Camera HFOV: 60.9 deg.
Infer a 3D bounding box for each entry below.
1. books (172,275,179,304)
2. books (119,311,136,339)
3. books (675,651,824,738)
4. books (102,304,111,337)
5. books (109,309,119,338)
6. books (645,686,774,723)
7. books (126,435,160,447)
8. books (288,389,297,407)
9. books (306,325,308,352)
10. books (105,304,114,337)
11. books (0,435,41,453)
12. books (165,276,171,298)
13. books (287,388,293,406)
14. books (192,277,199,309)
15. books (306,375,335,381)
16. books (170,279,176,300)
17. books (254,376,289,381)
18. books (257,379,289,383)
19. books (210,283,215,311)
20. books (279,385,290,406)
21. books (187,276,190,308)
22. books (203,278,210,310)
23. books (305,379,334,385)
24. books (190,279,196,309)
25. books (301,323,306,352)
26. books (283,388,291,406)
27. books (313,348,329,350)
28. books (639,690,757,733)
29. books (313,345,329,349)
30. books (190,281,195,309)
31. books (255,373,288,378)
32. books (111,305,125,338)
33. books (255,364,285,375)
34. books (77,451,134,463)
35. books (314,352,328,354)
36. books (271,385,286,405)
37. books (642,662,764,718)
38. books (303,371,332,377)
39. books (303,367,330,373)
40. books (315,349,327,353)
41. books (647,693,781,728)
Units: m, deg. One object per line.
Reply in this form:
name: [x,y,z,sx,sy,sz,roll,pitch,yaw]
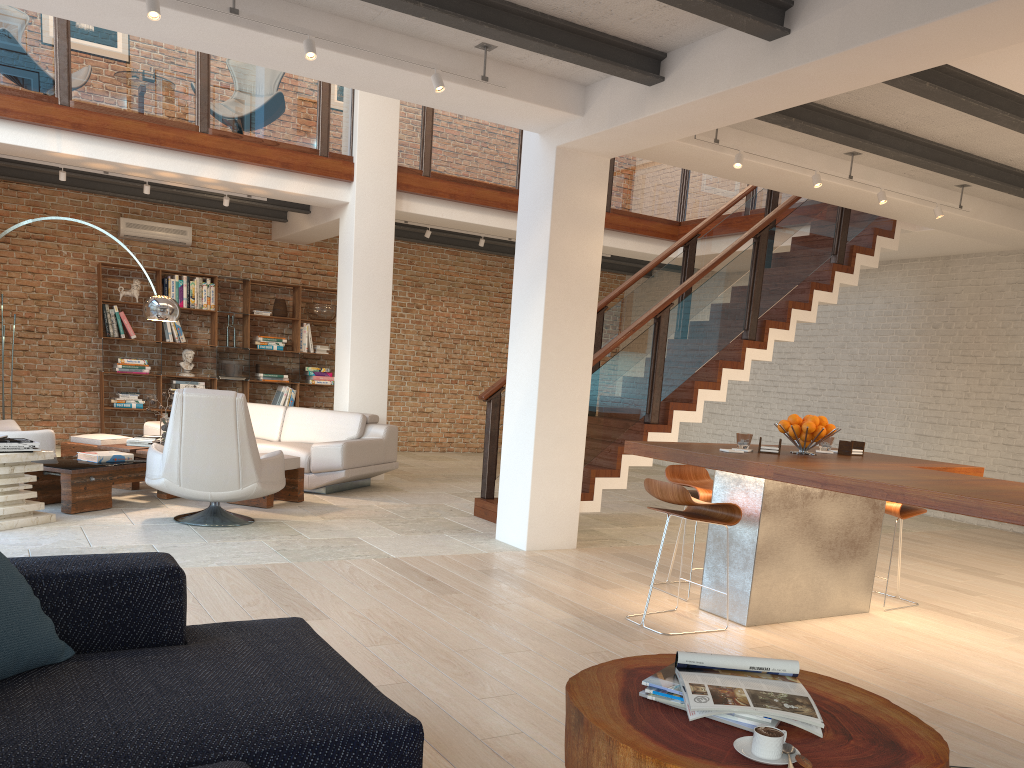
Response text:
books: [-4.158,-1.142,10.764,0.036,0.393,0.238,-3,10,-31]
books: [-4.684,-0.712,10.584,0.194,0.326,0.249,-1,9,-31]
books: [0.588,0.777,2.205,0.322,0.111,0.268,4,2,1]
books: [-4.875,-0.757,10.441,0.091,0.394,0.238,-2,10,-31]
books: [-4.814,-0.728,10.514,0.102,0.342,0.248,-2,9,-31]
books: [0.540,0.797,2.263,0.315,0.011,0.250,4,1,28]
books: [-3.295,0.512,7.888,0.250,0.076,0.393,4,1,1]
books: [-3.001,0.234,11.754,0.116,0.342,0.248,-2,9,-31]
books: [-2.791,-0.605,11.689,0.020,0.368,0.265,-3,10,-31]
books: [-4.847,-0.756,10.467,0.091,0.394,0.238,-2,10,-31]
books: [-3.514,0.399,5.926,0.560,0.081,0.388,5,1,43]
books: [-4.240,-1.134,10.734,0.020,0.368,0.265,-3,10,-31]
books: [-3.046,0.223,11.742,0.097,0.363,0.265,-2,9,-31]
books: [-3.957,-1.129,10.905,0.036,0.393,0.238,-3,10,-31]
books: [-2.610,-0.080,11.915,0.326,0.057,0.250,3,1,-36]
books: [-4.198,-1.117,10.742,0.055,0.337,0.249,-2,9,-31]
books: [-3.198,-0.076,11.592,0.379,0.037,0.240,4,1,-36]
books: [-3.181,-0.045,11.593,0.356,0.021,0.267,4,1,-33]
books: [-3.806,-1.092,11.005,0.055,0.337,0.249,-2,9,-31]
books: [-3.099,0.209,11.686,0.161,0.382,0.238,-2,10,-31]
books: [-4.048,-1.135,10.835,0.036,0.393,0.238,-3,10,-31]
books: [-3.838,-1.121,10.961,0.036,0.393,0.238,-3,10,-31]
books: [-2.636,-0.025,11.912,0.327,0.057,0.250,4,1,-29]
books: [-3.976,-1.117,10.881,0.020,0.368,0.265,-3,10,-31]
books: [-2.810,-0.620,11.663,0.036,0.393,0.238,-3,10,-31]
books: [-3.059,0.220,11.723,0.097,0.363,0.265,-2,9,-31]
books: [-2.589,-0.474,11.827,0.171,0.019,0.232,4,1,-28]
books: [0.532,0.818,2.260,0.314,0.011,0.251,5,1,38]
books: [-2.592,-0.501,11.814,0.132,0.034,0.202,3,1,-41]
books: [-4.002,-1.104,10.851,0.055,0.337,0.249,-2,9,-31]
books: [-3.191,-0.112,11.549,0.380,0.037,0.239,4,1,-32]
books: [-4.749,-0.747,10.512,0.121,0.390,0.238,-2,10,-31]
books: [-3.199,-0.191,11.536,0.335,0.121,0.208,3,3,-31]
books: [-3.237,0.579,6.948,0.252,0.057,0.324,5,1,29]
books: [-2.598,-0.422,11.845,0.171,0.019,0.231,4,1,-23]
books: [-3.147,0.206,11.685,0.163,0.381,0.238,-2,10,-31]
books: [0.537,0.786,2.268,0.315,0.011,0.251,5,1,33]
books: [-2.650,-0.139,11.890,0.327,0.057,0.250,4,1,-31]
books: [-2.661,-0.196,11.870,0.327,0.057,0.249,4,1,-21]
books: [-2.596,-0.448,11.824,0.133,0.034,0.201,4,1,-21]
books: [0.543,0.808,2.246,0.315,0.011,0.250,4,1,28]
